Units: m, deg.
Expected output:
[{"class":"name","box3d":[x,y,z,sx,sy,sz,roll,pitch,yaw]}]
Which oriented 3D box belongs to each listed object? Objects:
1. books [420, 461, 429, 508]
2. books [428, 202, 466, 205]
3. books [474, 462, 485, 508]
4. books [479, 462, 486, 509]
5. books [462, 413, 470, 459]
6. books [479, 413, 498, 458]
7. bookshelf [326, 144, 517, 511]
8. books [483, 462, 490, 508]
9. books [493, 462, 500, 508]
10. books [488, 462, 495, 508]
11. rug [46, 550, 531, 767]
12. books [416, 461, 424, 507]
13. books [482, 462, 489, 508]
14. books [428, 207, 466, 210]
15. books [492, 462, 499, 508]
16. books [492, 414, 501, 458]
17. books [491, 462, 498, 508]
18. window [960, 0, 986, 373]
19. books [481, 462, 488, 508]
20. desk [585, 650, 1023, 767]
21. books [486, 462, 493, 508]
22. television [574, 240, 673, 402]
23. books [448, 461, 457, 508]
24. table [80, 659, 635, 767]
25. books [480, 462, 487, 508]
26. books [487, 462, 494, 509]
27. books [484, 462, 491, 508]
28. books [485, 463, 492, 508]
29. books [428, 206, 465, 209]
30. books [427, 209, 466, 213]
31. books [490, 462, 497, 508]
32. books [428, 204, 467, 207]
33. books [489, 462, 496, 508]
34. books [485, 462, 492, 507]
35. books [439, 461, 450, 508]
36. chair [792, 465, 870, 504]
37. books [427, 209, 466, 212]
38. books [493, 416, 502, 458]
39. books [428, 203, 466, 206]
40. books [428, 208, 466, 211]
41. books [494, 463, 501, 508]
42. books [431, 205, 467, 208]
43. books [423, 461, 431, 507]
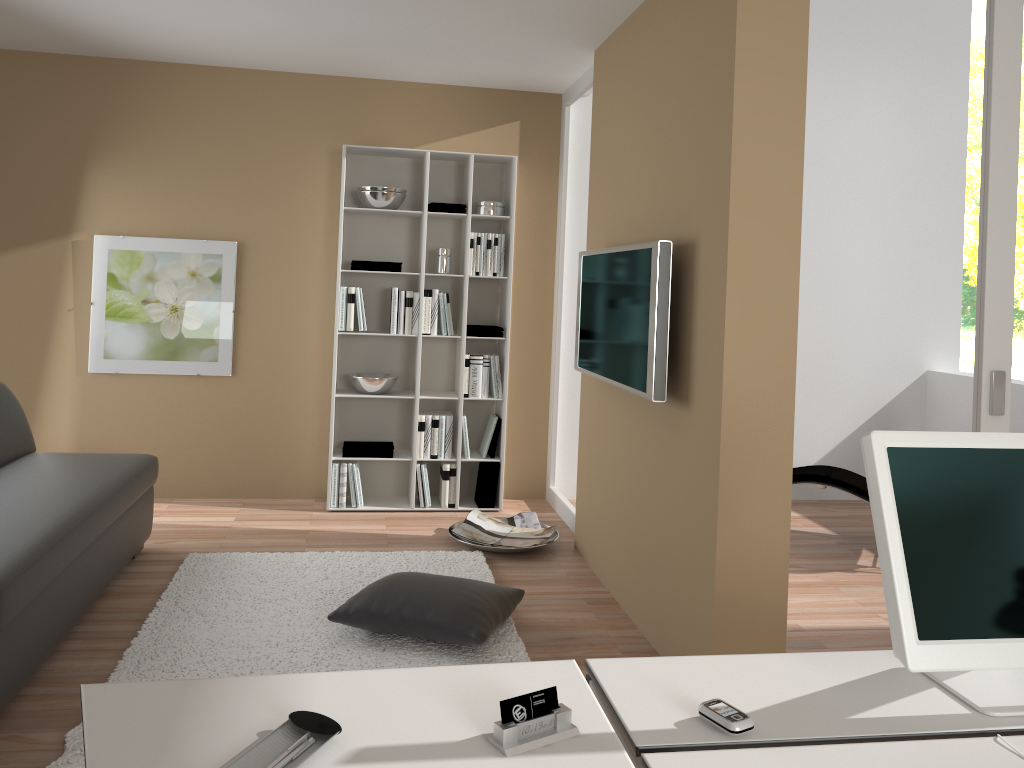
[{"class":"books","box3d":[-0.534,0.595,5.327,0.058,0.258,0.208,3,2,-9]},{"class":"books","box3d":[-0.413,-1.096,5.412,0.210,0.006,0.299,1,6,-15]},{"class":"books","box3d":[-0.199,0.602,5.390,0.032,0.269,0.212,3,2,-9]},{"class":"books","box3d":[-0.193,0.602,5.389,0.032,0.269,0.212,3,2,-10]},{"class":"books","box3d":[-0.291,0.311,5.377,0.060,0.260,0.208,3,2,-10]},{"class":"books","box3d":[-0.146,0.315,5.435,0.085,0.246,0.208,2,2,-9]},{"class":"bookshelf","box3d":[-0.552,-0.340,5.390,1.038,2.143,0.333,2,-1,-10]},{"class":"books","box3d":[-0.172,0.603,5.394,0.032,0.269,0.212,3,2,-9]},{"class":"books","box3d":[-0.112,0.602,5.404,0.032,0.274,0.220,3,2,-9]},{"class":"books","box3d":[-0.140,0.601,5.403,0.032,0.271,0.214,3,2,-10]},{"class":"rug","box3d":[-0.677,0.947,3.284,1.448,0.045,2.037,1,6,-10]},{"class":"books","box3d":[-0.560,0.592,5.327,0.060,0.260,0.208,3,2,-10]},{"class":"books","box3d":[-0.177,0.601,5.392,0.032,0.272,0.217,3,2,-10]},{"class":"books","box3d":[-0.415,-1.069,5.414,0.210,0.006,0.299,1,6,-15]},{"class":"books","box3d":[-0.118,0.604,5.403,0.032,0.269,0.212,3,2,-9]},{"class":"books","box3d":[-0.111,0.319,5.438,0.043,0.242,0.220,3,2,-9]},{"class":"books","box3d":[-0.123,0.604,5.402,0.032,0.269,0.212,3,2,-9]},{"class":"window","box3d":[8.495,-1.568,7.036,2.074,5.944,12.141,2,4,-27]},{"class":"books","box3d":[-0.184,0.600,5.396,0.032,0.271,0.214,3,2,-10]},{"class":"desk","box3d":[0.969,0.896,1.300,1.599,0.687,0.808,2,3,-10]},{"class":"books","box3d":[-0.150,0.604,5.398,0.032,0.269,0.212,3,2,-9]},{"class":"television","box3d":[0.439,-0.290,3.719,0.054,0.577,1.181,3,5,-10]},{"class":"books","box3d":[-0.371,0.598,5.357,0.040,0.258,0.208,3,2,-10]},{"class":"table","box3d":[-0.200,0.878,1.016,0.809,0.687,0.931,2,4,-12]},{"class":"books","box3d":[-0.189,0.600,5.395,0.032,0.271,0.214,3,2,-10]},{"class":"books","box3d":[-0.145,0.604,5.398,0.032,0.269,0.212,3,2,-10]},{"class":"books","box3d":[-0.167,0.603,5.395,0.032,0.269,0.212,3,2,-9]},{"class":"books","box3d":[-0.155,0.603,5.397,0.032,0.269,0.212,3,2,-9]},{"class":"books","box3d":[-0.417,-1.076,5.415,0.210,0.006,0.299,1,6,-13]},{"class":"books","box3d":[-0.416,-1.053,5.415,0.210,0.006,0.299,1,6,-15]},{"class":"books","box3d":[-0.128,0.602,5.400,0.032,0.272,0.217,3,2,-10]},{"class":"books","box3d":[-0.412,-1.086,5.416,0.210,0.008,0.299,1,6,-15]},{"class":"books","box3d":[-0.135,0.601,5.404,0.032,0.271,0.214,3,2,-10]},{"class":"books","box3d":[-0.161,0.601,5.396,0.032,0.274,0.220,3,2,-9]},{"class":"books","box3d":[-0.410,0.597,5.346,0.040,0.258,0.208,3,2,-10]},{"class":"chair","box3d":[1.975,0.484,4.900,1.437,0.825,0.693,5,3,25]},{"class":"books","box3d":[-0.417,-1.059,5.417,0.210,0.007,0.299,1,6,-16]},{"class":"books","box3d":[-0.103,0.321,5.439,0.043,0.238,0.212,3,2,-9]},{"class":"books","box3d":[-0.415,-1.091,5.412,0.210,0.007,0.299,1,6,-15]},{"class":"books","box3d":[-0.416,-1.064,5.414,0.210,0.006,0.299,1,6,-15]},{"class":"books","box3d":[-0.107,0.604,5.405,0.032,0.269,0.212,3,2,-9]},{"class":"books","box3d":[-0.412,-1.081,5.416,0.210,0.008,0.299,1,6,-15]},{"class":"books","box3d":[-0.520,0.592,5.346,0.058,0.258,0.208,3,2,-10]}]
